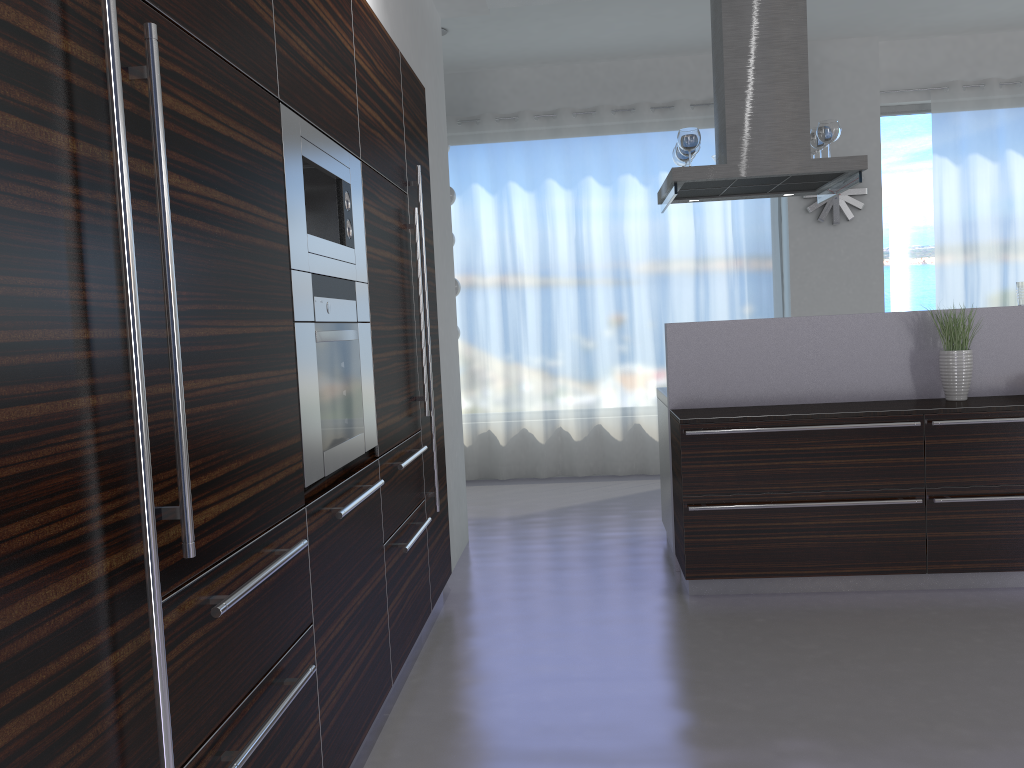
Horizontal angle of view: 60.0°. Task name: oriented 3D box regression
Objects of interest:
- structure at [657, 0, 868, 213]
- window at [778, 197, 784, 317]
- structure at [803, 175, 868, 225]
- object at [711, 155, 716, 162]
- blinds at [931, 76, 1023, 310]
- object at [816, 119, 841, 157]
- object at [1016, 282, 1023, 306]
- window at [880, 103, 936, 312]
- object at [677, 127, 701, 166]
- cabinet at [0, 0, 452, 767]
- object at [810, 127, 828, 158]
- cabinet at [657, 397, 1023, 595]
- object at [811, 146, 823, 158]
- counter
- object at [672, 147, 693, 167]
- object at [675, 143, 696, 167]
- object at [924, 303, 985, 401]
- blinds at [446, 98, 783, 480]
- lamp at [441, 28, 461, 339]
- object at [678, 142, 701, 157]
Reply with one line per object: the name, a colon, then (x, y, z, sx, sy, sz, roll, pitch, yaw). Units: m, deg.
structure: (1.326, -1.654, 4.959, 0.981, 1.231, 0.915, -3, 4, 5)
window: (0.812, -0.966, 7.711, 3.000, 2.500, 0.100, -3, 4, 5)
structure: (2.619, -1.546, 7.187, 0.505, 0.505, 0.076, -3, 4, 5)
object: (1.260, -1.271, 5.279, 0.137, 0.174, 0.137, -5, 4, -30)
blinds: (4.889, -0.947, 7.161, 2.830, 3.112, 0.120, -3, 4, 5)
object: (1.680, -1.279, 4.700, 0.125, 0.221, 0.125, -1, 4, 29)
object: (2.579, -0.455, 4.466, 0.072, 0.119, 0.071, -5, 4, -35)
window: (4.545, -1.133, 7.401, 3.000, 2.500, 0.100, -3, 4, 5)
object: (0.944, -1.243, 4.720, 0.125, 0.221, 0.125, -1, 4, 29)
cabinet: (-0.787, -0.059, 2.621, 0.669, 2.500, 3.600, -3, 4, 5)
object: (1.691, -1.289, 4.857, 0.125, 0.221, 0.125, -1, 4, 29)
cabinet: (2.487, 0.474, 4.654, 3.285, 0.852, 1.377, -3, 4, 5)
object: (1.703, -1.299, 5.003, 0.125, 0.221, 0.125, -1, 4, 29)
counter: (2.479, 0.250, 4.650, 3.291, 1.300, 1.302, -3, 4, 5)
object: (1.004, -1.276, 5.196, 0.125, 0.221, 0.125, -1, 4, 29)
object: (0.992, -1.266, 5.050, 0.125, 0.221, 0.125, -1, 4, 29)
object: (2.163, -0.170, 4.318, 0.269, 0.502, 0.247, -3, 4, 5)
blinds: (0.641, -0.757, 7.514, 3.245, 3.112, 0.120, -3, 4, 5)
lamp: (-0.505, -1.392, 6.545, 0.180, 2.370, 0.367, -3, 4, -2)
object: (0.981, -1.256, 4.893, 0.125, 0.221, 0.125, -1, 4, 29)
